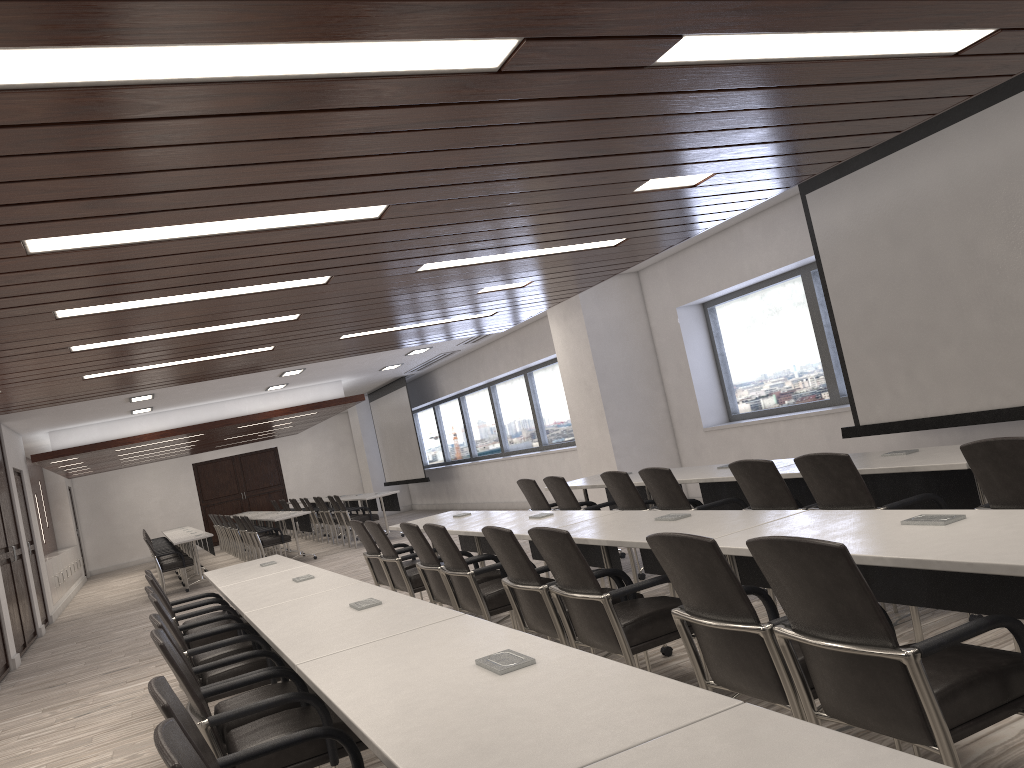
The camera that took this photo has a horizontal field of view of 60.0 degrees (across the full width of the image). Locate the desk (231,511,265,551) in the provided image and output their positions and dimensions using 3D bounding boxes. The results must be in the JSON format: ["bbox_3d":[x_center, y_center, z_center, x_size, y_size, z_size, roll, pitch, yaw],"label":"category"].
[{"bbox_3d":[-6.020,3.371,20.371,0.577,0.795,1.509,-11,-3,-24],"label":"desk"}]

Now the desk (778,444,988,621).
[{"bbox_3d":[2.089,0.779,4.767,0.577,0.795,1.509,-11,-3,-24],"label":"desk"}]

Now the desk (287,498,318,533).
[{"bbox_3d":[-5.255,3.312,22.364,0.577,0.795,1.509,-11,-3,-24],"label":"desk"}]

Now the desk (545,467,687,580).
[{"bbox_3d":[0.925,1.180,7.555,0.577,0.795,1.509,-11,-3,-24],"label":"desk"}]

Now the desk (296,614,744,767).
[{"bbox_3d":[-0.043,1.102,2.166,0.577,0.795,1.509,-11,-3,-24],"label":"desk"}]

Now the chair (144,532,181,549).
[{"bbox_3d":[-7.250,3.463,18.467,0.638,0.939,0.513,-11,-3,-24],"label":"chair"}]

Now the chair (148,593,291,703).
[{"bbox_3d":[-1.449,1.462,4.570,0.638,0.939,0.513,-11,-3,-23],"label":"chair"}]

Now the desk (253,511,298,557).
[{"bbox_3d":[-4.279,2.771,16.198,0.577,0.795,1.509,-11,-3,-24],"label":"desk"}]

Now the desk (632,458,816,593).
[{"bbox_3d":[1.507,0.980,6.162,0.577,0.795,1.509,-11,-3,-24],"label":"desk"}]

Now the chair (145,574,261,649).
[{"bbox_3d":[-2.039,1.664,5.958,0.638,0.939,0.513,-11,-3,-24],"label":"chair"}]

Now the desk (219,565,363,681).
[{"bbox_3d":[-1.207,1.504,4.955,0.577,0.795,1.509,-11,-3,-24],"label":"desk"}]

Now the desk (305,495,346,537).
[{"bbox_3d":[-4.091,2.910,19.575,0.577,0.795,1.509,-11,-3,-24],"label":"desk"}]

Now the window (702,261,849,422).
[{"bbox_3d":[3.762,-0.719,7.187,0.118,1.419,6.969,-11,-3,-24],"label":"window"}]

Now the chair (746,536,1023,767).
[{"bbox_3d":[1.080,0.797,2.394,0.638,0.939,0.513,-11,-3,-24],"label":"chair"}]

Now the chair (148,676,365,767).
[{"bbox_3d":[-0.503,1.134,2.265,0.638,0.939,0.513,-11,-3,-24],"label":"chair"}]

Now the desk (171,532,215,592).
[{"bbox_3d":[-5.064,2.834,14.196,0.577,0.795,1.509,-11,-3,-24],"label":"desk"}]

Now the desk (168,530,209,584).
[{"bbox_3d":[-5.645,3.035,15.590,0.577,0.795,1.509,-11,-3,-24],"label":"desk"}]

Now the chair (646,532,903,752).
[{"bbox_3d":[0.873,0.867,2.867,0.638,0.939,0.513,-11,-3,-24],"label":"chair"}]

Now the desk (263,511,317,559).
[{"bbox_3d":[-3.697,2.570,14.805,0.577,0.795,1.509,-11,-3,-24],"label":"desk"}]

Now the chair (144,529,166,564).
[{"bbox_3d":[-8.418,3.865,21.247,0.638,0.939,0.513,-11,-3,-23],"label":"chair"}]

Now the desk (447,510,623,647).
[{"bbox_3d":[0.160,1.240,5.563,0.577,0.795,1.509,-11,-3,-24],"label":"desk"}]

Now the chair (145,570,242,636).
[{"bbox_3d":[-2.242,1.734,6.443,0.638,0.939,0.513,-11,-3,-24],"label":"chair"}]

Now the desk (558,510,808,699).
[{"bbox_3d":[0.742,1.039,4.167,0.577,0.795,1.509,-11,-3,-24],"label":"desk"}]

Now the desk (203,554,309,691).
[{"bbox_3d":[-1.788,1.704,6.348,0.577,0.795,1.509,-11,-3,-24],"label":"desk"}]

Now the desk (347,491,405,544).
[{"bbox_3d":[-2.350,2.310,15.404,0.577,0.795,1.509,-11,-3,-24],"label":"desk"}]

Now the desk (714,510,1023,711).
[{"bbox_3d":[1.324,0.838,2.774,0.577,0.795,1.509,-11,-3,-24],"label":"desk"}]

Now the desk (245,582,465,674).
[{"bbox_3d":[-0.625,1.303,3.559,0.577,0.795,1.509,-11,-3,-24],"label":"desk"}]

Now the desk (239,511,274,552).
[{"bbox_3d":[-5.438,3.171,18.976,0.577,0.795,1.509,-11,-3,-24],"label":"desk"}]

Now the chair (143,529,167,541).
[{"bbox_3d":[-8.215,3.795,20.769,0.638,0.939,0.513,-11,-3,-24],"label":"chair"}]

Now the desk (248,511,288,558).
[{"bbox_3d":[-4.857,2.970,17.583,0.577,0.795,1.509,-11,-3,-24],"label":"desk"}]

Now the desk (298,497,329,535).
[{"bbox_3d":[-4.674,3.111,20.971,0.577,0.795,1.509,-11,-3,-24],"label":"desk"}]

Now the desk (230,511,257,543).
[{"bbox_3d":[-6.602,3.572,21.764,0.577,0.795,1.509,-11,-3,-24],"label":"desk"}]

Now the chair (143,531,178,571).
[{"bbox_3d":[-7.641,3.596,19.375,0.638,0.939,0.513,-11,-3,-24],"label":"chair"}]

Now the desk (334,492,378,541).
[{"bbox_3d":[-2.932,2.511,16.797,0.577,0.795,1.509,-11,-3,-24],"label":"desk"}]

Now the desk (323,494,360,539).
[{"bbox_3d":[-3.510,2.710,18.182,0.577,0.795,1.509,-11,-3,-24],"label":"desk"}]

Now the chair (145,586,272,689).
[{"bbox_3d":[-1.661,1.533,5.040,0.638,0.939,0.513,-11,-3,-24],"label":"chair"}]

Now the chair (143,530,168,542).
[{"bbox_3d":[-7.842,3.666,19.856,0.638,0.939,0.513,-11,-3,-23],"label":"chair"}]

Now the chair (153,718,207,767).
[{"bbox_3d":[-0.293,1.062,1.779,0.638,0.939,0.513,-11,-3,-23],"label":"chair"}]

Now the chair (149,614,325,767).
[{"bbox_3d":[-1.070,1.331,3.659,0.638,0.939,0.513,-11,-3,-24],"label":"chair"}]

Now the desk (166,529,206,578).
[{"bbox_3d":[-6.223,3.234,16.974,0.577,0.795,1.509,-11,-3,-24],"label":"desk"}]

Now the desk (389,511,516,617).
[{"bbox_3d":[-0.422,1.440,6.956,0.577,0.795,1.509,-11,-3,-24],"label":"desk"}]

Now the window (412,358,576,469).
[{"bbox_3d":[-0.252,0.666,16.805,0.118,1.419,10.453,-11,-3,-24],"label":"window"}]

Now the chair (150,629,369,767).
[{"bbox_3d":[-0.868,1.261,3.173,0.638,0.939,0.513,-11,-3,-23],"label":"chair"}]

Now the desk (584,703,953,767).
[{"bbox_3d":[0.535,0.903,0.781,0.577,0.795,1.509,-11,-3,-24],"label":"desk"}]
